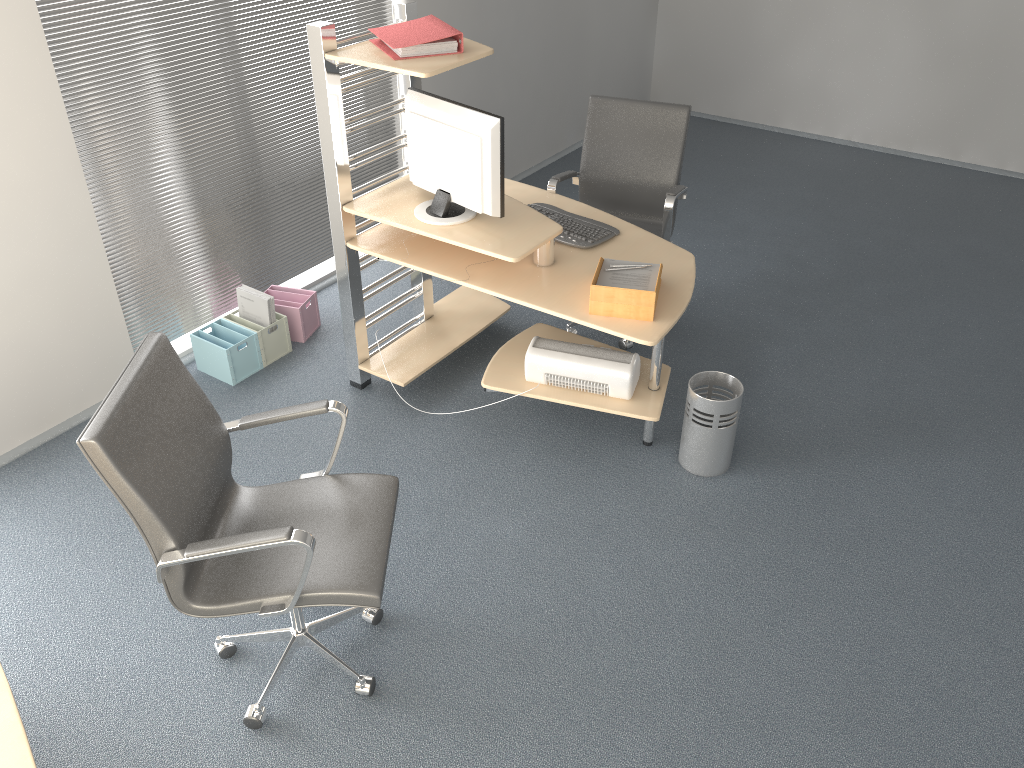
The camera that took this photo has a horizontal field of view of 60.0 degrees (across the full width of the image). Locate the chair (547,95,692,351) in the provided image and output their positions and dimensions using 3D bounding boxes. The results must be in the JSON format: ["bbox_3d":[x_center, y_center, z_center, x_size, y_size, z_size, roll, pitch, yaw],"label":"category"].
[{"bbox_3d":[0.497,-0.744,4.232,0.584,1.048,0.652,12,36,17],"label":"chair"}]

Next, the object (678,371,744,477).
[{"bbox_3d":[0.783,0.162,3.510,0.208,0.377,0.208,-7,35,-10],"label":"object"}]

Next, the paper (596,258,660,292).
[{"bbox_3d":[0.416,-0.373,3.190,0.210,0.010,0.297,8,35,11],"label":"paper"}]

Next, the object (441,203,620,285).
[{"bbox_3d":[0.026,-0.541,3.580,0.478,0.082,0.814,27,42,33],"label":"object"}]

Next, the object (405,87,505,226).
[{"bbox_3d":[-0.265,-0.847,3.356,0.245,0.418,0.516,-21,39,-28],"label":"object"}]

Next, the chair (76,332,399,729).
[{"bbox_3d":[-0.668,0.424,2.508,0.652,1.048,0.584,0,34,0],"label":"chair"}]

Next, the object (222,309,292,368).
[{"bbox_3d":[-1.216,-0.232,4.242,0.245,0.202,0.185,21,39,28],"label":"object"}]

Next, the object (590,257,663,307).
[{"bbox_3d":[0.416,-0.387,3.180,0.225,0.060,0.309,8,35,11],"label":"object"}]

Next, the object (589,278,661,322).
[{"bbox_3d":[0.416,-0.340,3.211,0.225,0.060,0.309,8,35,11],"label":"object"}]

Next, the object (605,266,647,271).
[{"bbox_3d":[0.418,-0.424,3.250,0.159,0.009,0.008,-6,35,-9],"label":"object"}]

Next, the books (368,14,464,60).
[{"bbox_3d":[-0.357,-1.276,3.255,0.262,0.072,0.320,-14,37,-19],"label":"books"}]

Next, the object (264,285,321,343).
[{"bbox_3d":[-1.112,-0.346,4.409,0.245,0.202,0.185,9,35,13],"label":"object"}]

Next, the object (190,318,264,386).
[{"bbox_3d":[-1.320,-0.147,4.115,0.245,0.202,0.185,21,39,28],"label":"object"}]

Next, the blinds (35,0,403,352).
[{"bbox_3d":[-1.189,-1.706,3.951,0.022,2.770,1.950,21,39,28],"label":"blinds"}]

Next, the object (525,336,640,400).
[{"bbox_3d":[0.307,-0.120,3.597,0.438,0.162,0.351,11,36,15],"label":"object"}]

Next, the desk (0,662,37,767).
[{"bbox_3d":[-1.431,0.667,1.686,1.469,1.566,0.967,21,39,28],"label":"desk"}]

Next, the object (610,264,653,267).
[{"bbox_3d":[0.440,-0.436,3.268,0.159,0.009,0.008,-1,34,-2],"label":"object"}]

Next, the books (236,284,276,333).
[{"bbox_3d":[-1.207,-0.298,4.212,0.220,0.306,0.068,21,39,28],"label":"books"}]

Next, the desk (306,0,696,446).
[{"bbox_3d":[0.135,-0.630,3.602,1.469,1.566,0.967,21,39,28],"label":"desk"}]
